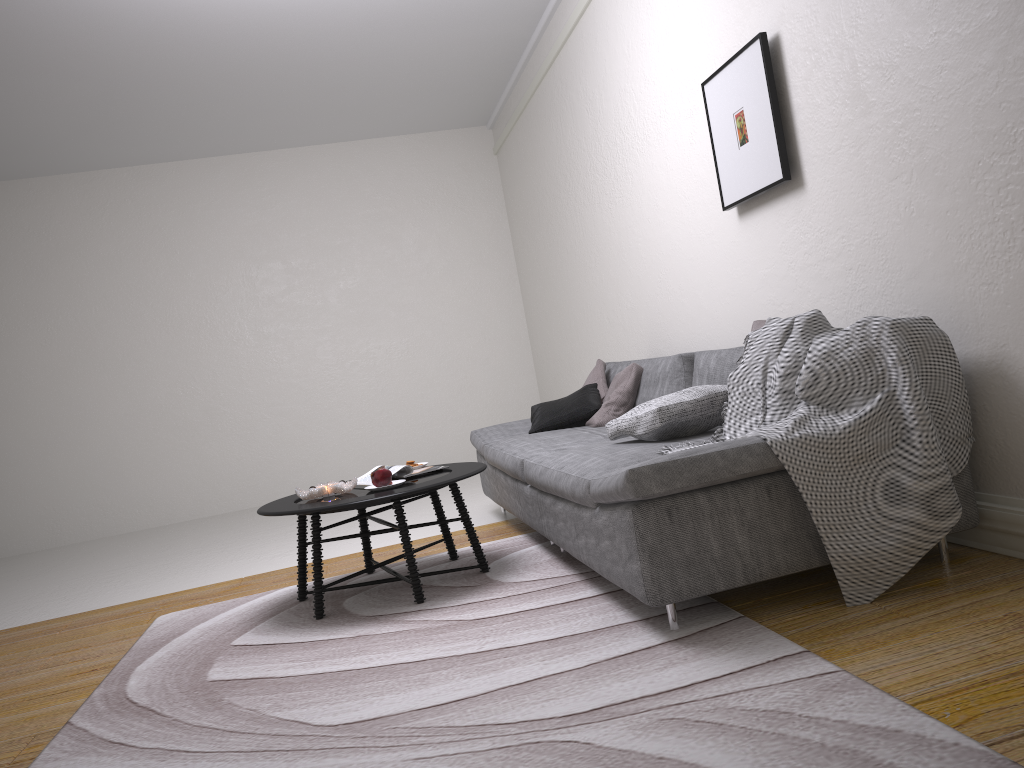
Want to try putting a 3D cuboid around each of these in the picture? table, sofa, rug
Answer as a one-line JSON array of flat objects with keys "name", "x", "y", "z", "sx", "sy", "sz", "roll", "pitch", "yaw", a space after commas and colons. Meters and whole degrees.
[{"name": "table", "x": -0.531, "y": 0.640, "z": 3.680, "sx": 0.953, "sy": 0.449, "sz": 0.935, "roll": -10, "pitch": 1, "yaw": -14}, {"name": "sofa", "x": 0.565, "y": 0.286, "z": 3.960, "sx": 1.111, "sy": 0.772, "sz": 3.032, "roll": -10, "pitch": 1, "yaw": -11}, {"name": "rug", "x": -0.297, "y": 0.833, "z": 2.378, "sx": 1.967, "sy": 0.008, "sz": 3.676, "roll": -10, "pitch": 1, "yaw": -11}]

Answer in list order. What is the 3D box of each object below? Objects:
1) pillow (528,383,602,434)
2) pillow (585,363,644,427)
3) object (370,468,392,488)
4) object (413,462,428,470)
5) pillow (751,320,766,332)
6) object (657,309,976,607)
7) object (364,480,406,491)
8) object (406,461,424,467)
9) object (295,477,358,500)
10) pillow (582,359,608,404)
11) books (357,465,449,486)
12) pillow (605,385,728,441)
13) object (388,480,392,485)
[{"name": "pillow", "x": 0.294, "y": 0.164, "z": 4.847, "sx": 0.419, "sy": 0.268, "sz": 0.404, "roll": -10, "pitch": 1, "yaw": 9}, {"name": "pillow", "x": 0.523, "y": 0.067, "z": 4.710, "sx": 0.341, "sy": 0.318, "sz": 0.419, "roll": -10, "pitch": 1, "yaw": -12}, {"name": "object", "x": -0.518, "y": 0.377, "z": 3.558, "sx": 0.109, "sy": 0.082, "sz": 0.089, "roll": -10, "pitch": 1, "yaw": 23}, {"name": "object", "x": -0.465, "y": 0.383, "z": 4.055, "sx": 0.170, "sy": 0.015, "sz": 0.165, "roll": -11, "pitch": 1, "yaw": -30}, {"name": "pillow", "x": 0.882, "y": -0.029, "z": 3.005, "sx": 0.244, "sy": 0.390, "sz": 0.423, "roll": -10, "pitch": 1, "yaw": -11}, {"name": "object", "x": 0.880, "y": 0.216, "z": 2.737, "sx": 0.866, "sy": 0.866, "sz": 0.632, "roll": -9, "pitch": 2, "yaw": 44}, {"name": "object", "x": -0.510, "y": 0.411, "z": 3.571, "sx": 0.164, "sy": 0.015, "sz": 0.170, "roll": -10, "pitch": 1, "yaw": 33}, {"name": "object", "x": -0.467, "y": 0.370, "z": 4.057, "sx": 0.117, "sy": 0.036, "sz": 0.122, "roll": -9, "pitch": 1, "yaw": 40}, {"name": "object", "x": -0.760, "y": 0.431, "z": 3.645, "sx": 0.253, "sy": 0.062, "sz": 0.253, "roll": -10, "pitch": 1, "yaw": -4}, {"name": "pillow", "x": 0.432, "y": 0.095, "z": 5.133, "sx": 0.350, "sy": 0.448, "sz": 0.481, "roll": -10, "pitch": 1, "yaw": 9}, {"name": "books", "x": -0.514, "y": 0.381, "z": 3.900, "sx": 0.379, "sy": 0.048, "sz": 0.299, "roll": -11, "pitch": 1, "yaw": -33}, {"name": "pillow", "x": 0.617, "y": 0.121, "z": 3.417, "sx": 0.412, "sy": 0.194, "sz": 0.398, "roll": -11, "pitch": 1, "yaw": -25}, {"name": "object", "x": -0.509, "y": 0.397, "z": 3.626, "sx": 0.036, "sy": 0.036, "sz": 0.044, "roll": -10, "pitch": 1, "yaw": -3}]
